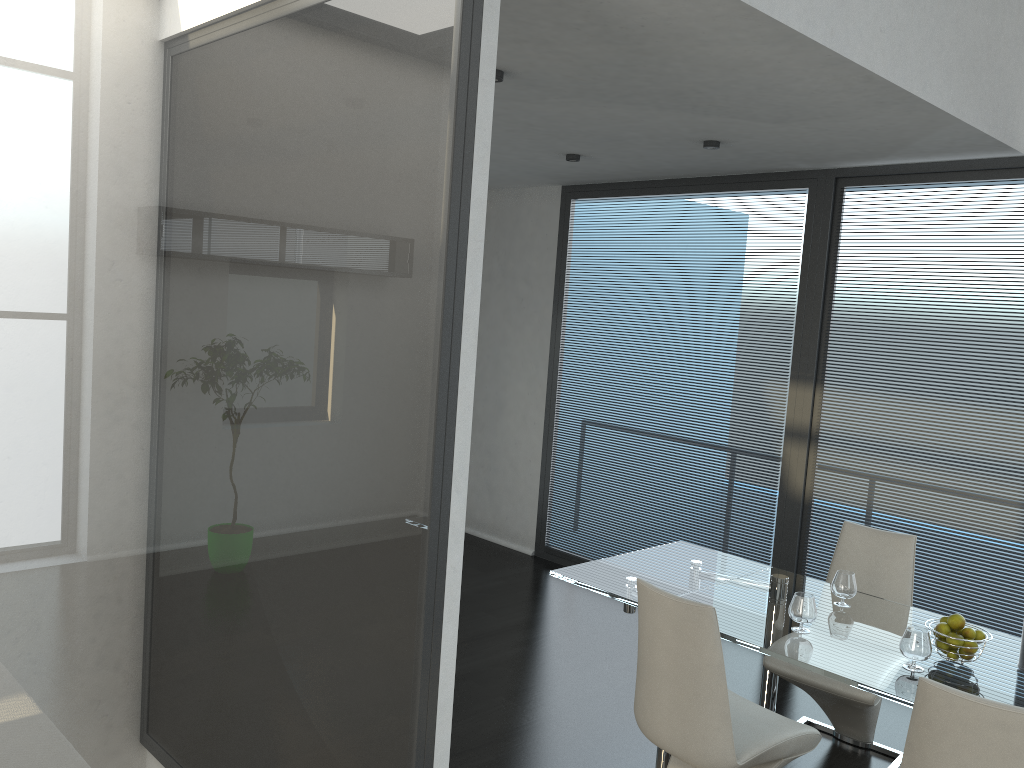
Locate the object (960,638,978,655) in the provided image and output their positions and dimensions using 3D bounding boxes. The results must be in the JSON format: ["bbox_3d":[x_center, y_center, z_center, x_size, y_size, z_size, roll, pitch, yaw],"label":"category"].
[{"bbox_3d":[1.515,0.869,2.939,0.054,0.055,0.053,5,5,10],"label":"object"}]

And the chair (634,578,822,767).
[{"bbox_3d":[0.693,1.131,3.021,0.612,0.959,0.471,0,7,-39],"label":"chair"}]

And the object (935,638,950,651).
[{"bbox_3d":[1.446,0.874,2.979,0.045,0.042,0.045,8,7,40],"label":"object"}]

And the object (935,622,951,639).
[{"bbox_3d":[1.456,0.832,2.993,0.050,0.054,0.055,5,5,15],"label":"object"}]

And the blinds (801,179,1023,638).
[{"bbox_3d":[2.359,0.292,4.296,0.018,2.537,1.874,-1,7,-44],"label":"blinds"}]

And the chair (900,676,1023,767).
[{"bbox_3d":[1.289,1.226,2.430,0.471,0.959,0.612,8,6,35],"label":"chair"}]

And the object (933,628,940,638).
[{"bbox_3d":[1.468,0.851,3.037,0.047,0.045,0.047,0,7,-40],"label":"object"}]

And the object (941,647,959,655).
[{"bbox_3d":[1.486,0.893,3.018,0.061,0.056,0.059,4,5,0],"label":"object"}]

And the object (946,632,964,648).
[{"bbox_3d":[1.469,0.851,2.941,0.054,0.048,0.055,8,6,39],"label":"object"}]

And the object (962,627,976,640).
[{"bbox_3d":[1.524,0.834,2.960,0.040,0.043,0.044,1,6,-30],"label":"object"}]

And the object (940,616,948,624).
[{"bbox_3d":[1.495,0.818,3.044,0.047,0.045,0.047,-1,7,-44],"label":"object"}]

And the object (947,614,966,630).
[{"bbox_3d":[1.494,0.800,2.981,0.055,0.056,0.055,-1,7,-44],"label":"object"}]

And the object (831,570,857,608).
[{"bbox_3d":[1.316,0.810,3.513,0.098,0.132,0.098,2,6,-25],"label":"object"}]

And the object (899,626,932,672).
[{"bbox_3d":[1.319,0.865,2.898,0.098,0.132,0.098,2,6,-25],"label":"object"}]

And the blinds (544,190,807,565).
[{"bbox_3d":[0.952,0.064,5.737,0.018,2.537,1.787,-1,7,-44],"label":"blinds"}]

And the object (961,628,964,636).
[{"bbox_3d":[1.541,0.860,3.016,0.058,0.058,0.058,5,5,12],"label":"object"}]

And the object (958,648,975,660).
[{"bbox_3d":[1.528,0.904,2.982,0.048,0.048,0.048,1,6,-33],"label":"object"}]

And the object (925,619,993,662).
[{"bbox_3d":[1.498,0.879,2.989,0.206,0.105,0.206,4,5,1],"label":"object"}]

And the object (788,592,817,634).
[{"bbox_3d":[1.043,0.820,3.182,0.098,0.132,0.098,2,6,-25],"label":"object"}]

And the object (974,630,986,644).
[{"bbox_3d":[1.563,0.848,2.976,0.047,0.048,0.047,5,5,8],"label":"object"}]

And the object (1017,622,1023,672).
[{"bbox_3d":[1.739,0.793,2.937,0.082,0.326,0.082,2,6,-24],"label":"object"}]

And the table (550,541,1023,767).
[{"bbox_3d":[1.412,1.289,3.090,0.940,0.731,2.720,-1,7,-44],"label":"table"}]

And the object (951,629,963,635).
[{"bbox_3d":[1.509,0.835,3.010,0.040,0.038,0.040,6,5,17],"label":"object"}]

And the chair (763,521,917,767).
[{"bbox_3d":[1.408,1.118,3.745,0.471,0.959,0.612,8,7,40],"label":"chair"}]

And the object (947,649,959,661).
[{"bbox_3d":[1.476,0.907,2.969,0.038,0.038,0.038,0,7,-41],"label":"object"}]
